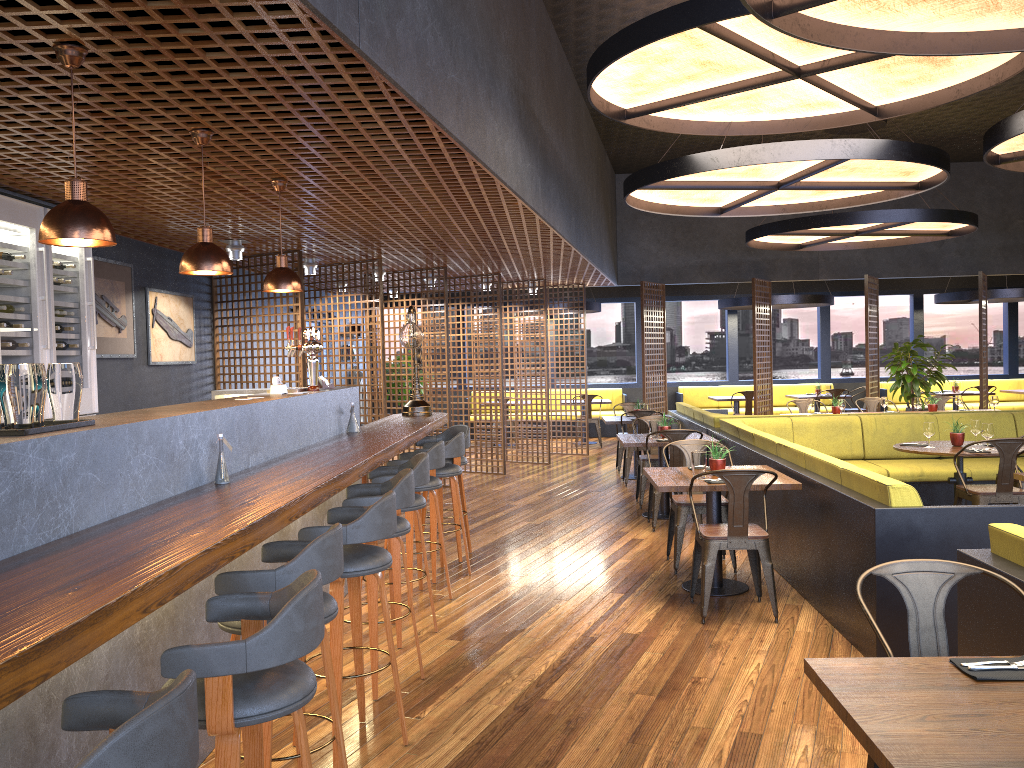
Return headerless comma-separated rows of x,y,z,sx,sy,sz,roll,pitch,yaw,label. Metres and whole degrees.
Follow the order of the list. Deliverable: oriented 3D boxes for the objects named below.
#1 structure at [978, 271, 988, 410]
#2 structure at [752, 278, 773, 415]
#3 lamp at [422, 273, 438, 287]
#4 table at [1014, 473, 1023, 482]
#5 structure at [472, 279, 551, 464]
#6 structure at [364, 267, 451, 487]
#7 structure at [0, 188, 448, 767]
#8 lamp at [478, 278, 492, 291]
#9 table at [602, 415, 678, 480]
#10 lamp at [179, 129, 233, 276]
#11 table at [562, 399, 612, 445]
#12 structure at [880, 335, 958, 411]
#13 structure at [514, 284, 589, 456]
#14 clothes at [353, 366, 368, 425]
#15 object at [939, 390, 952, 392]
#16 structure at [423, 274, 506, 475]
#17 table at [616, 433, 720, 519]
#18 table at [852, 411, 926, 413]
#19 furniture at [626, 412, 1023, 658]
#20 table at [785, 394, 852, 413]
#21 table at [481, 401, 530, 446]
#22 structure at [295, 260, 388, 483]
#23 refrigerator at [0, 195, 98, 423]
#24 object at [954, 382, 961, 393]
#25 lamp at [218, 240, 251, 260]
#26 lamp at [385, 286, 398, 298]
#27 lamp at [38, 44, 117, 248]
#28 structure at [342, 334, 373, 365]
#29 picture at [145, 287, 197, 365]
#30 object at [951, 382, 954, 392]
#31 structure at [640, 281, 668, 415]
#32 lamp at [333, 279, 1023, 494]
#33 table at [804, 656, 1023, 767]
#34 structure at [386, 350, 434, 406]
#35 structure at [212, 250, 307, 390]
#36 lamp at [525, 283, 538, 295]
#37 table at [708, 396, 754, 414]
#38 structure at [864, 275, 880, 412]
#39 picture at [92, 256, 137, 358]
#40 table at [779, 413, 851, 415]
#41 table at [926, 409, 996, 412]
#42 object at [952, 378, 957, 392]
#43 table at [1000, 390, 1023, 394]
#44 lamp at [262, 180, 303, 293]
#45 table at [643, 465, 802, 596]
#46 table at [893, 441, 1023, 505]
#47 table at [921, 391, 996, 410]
7.356,-0.374,13.832,0.050,2.700,0.852,0,2,33,structure
3.961,-0.295,13.991,0.050,2.700,0.852,0,2,33,structure
-1.083,-1.377,11.743,0.228,0.172,0.228,-1,2,3,lamp
3.682,0.958,5.281,0.906,0.763,0.887,-1,2,3,table
-0.034,-0.172,13.287,1.319,2.700,0.050,0,2,33,structure
-1.331,-0.076,11.262,1.319,2.700,0.050,0,2,33,structure
-2.129,0.191,3.476,2.700,2.700,9.298,-1,2,3,structure
-0.373,-1.426,12.738,0.228,0.172,0.228,-1,2,3,lamp
1.629,0.816,11.377,0.887,0.763,0.906,-1,2,3,table
-1.479,-0.868,4.255,0.250,0.673,0.250,0,2,35,lamp
1.316,0.681,15.866,0.887,0.763,0.906,-1,2,3,table
5.996,0.148,13.261,1.166,1.763,0.993,-2,2,-27,structure
0.615,-0.221,14.299,1.319,2.700,0.050,0,2,33,structure
-2.709,0.410,16.008,0.401,1.494,0.423,-1,2,-1,clothes
7.798,0.126,15.889,0.255,0.019,0.157,-1,2,2,object
-0.682,-0.124,12.274,1.319,2.700,0.050,0,2,33,structure
1.509,0.904,8.681,0.887,0.763,0.906,-1,2,3,table
4.788,0.751,10.927,0.906,0.763,0.887,-1,2,3,table
4.100,0.781,8.148,4.895,0.914,7.462,-2,2,-2,furniture
5.411,0.585,15.679,0.906,0.763,0.887,-1,2,3,table
-0.082,0.714,15.932,0.887,0.763,0.906,-1,2,3,table
-1.980,-0.027,10.249,1.319,2.700,0.050,0,2,33,structure
-3.174,-0.088,5.761,0.454,2.109,1.159,-1,2,3,refrigerator
7.729,0.064,15.385,0.102,0.178,0.102,-2,2,-12,object
-2.532,-1.225,8.118,0.228,0.172,0.228,-1,2,3,lamp
-1.824,-1.419,13.661,0.228,0.172,0.228,-1,2,3,lamp
-1.532,-0.830,3.103,0.250,0.673,0.250,0,2,35,lamp
-2.763,-0.610,15.996,0.293,0.563,1.220,-1,2,3,structure
-3.243,-0.535,8.486,0.028,0.697,1.039,-1,2,3,picture
7.840,0.050,15.726,0.102,0.178,0.102,-2,2,-12,object
2.263,-0.255,14.071,0.050,2.700,0.852,0,2,33,structure
2.025,-0.147,10.625,9.057,2.714,3.017,-1,2,3,lamp
1.229,1.125,1.946,0.906,0.763,0.887,-1,2,3,table
-2.067,0.223,17.244,1.166,1.763,0.993,-2,2,-27,structure
-2.629,0.021,9.236,1.319,2.700,0.050,0,2,33,structure
0.318,-1.476,13.762,0.228,0.172,0.228,-1,2,3,lamp
4.012,0.618,15.740,0.887,0.763,0.906,-1,2,3,table
5.659,-0.334,13.912,0.050,2.700,0.852,0,2,33,structure
-3.306,-0.616,7.187,0.028,0.809,1.039,-1,2,3,picture
3.883,0.772,10.970,0.906,0.763,0.887,-1,2,3,table
5.691,0.730,10.890,0.906,0.763,0.887,-1,2,3,table
7.771,0.011,15.553,0.238,0.271,0.260,-1,2,24,object
9.205,0.496,15.497,0.887,0.763,0.906,-1,2,3,table
-1.423,-0.908,5.462,0.250,0.673,0.250,0,2,35,lamp
1.385,0.993,5.985,0.887,0.763,0.906,-1,2,3,table
3.685,0.894,7.289,1.007,0.760,1.007,0,2,40,table
7.808,0.528,15.566,0.906,0.763,0.887,-1,2,3,table
